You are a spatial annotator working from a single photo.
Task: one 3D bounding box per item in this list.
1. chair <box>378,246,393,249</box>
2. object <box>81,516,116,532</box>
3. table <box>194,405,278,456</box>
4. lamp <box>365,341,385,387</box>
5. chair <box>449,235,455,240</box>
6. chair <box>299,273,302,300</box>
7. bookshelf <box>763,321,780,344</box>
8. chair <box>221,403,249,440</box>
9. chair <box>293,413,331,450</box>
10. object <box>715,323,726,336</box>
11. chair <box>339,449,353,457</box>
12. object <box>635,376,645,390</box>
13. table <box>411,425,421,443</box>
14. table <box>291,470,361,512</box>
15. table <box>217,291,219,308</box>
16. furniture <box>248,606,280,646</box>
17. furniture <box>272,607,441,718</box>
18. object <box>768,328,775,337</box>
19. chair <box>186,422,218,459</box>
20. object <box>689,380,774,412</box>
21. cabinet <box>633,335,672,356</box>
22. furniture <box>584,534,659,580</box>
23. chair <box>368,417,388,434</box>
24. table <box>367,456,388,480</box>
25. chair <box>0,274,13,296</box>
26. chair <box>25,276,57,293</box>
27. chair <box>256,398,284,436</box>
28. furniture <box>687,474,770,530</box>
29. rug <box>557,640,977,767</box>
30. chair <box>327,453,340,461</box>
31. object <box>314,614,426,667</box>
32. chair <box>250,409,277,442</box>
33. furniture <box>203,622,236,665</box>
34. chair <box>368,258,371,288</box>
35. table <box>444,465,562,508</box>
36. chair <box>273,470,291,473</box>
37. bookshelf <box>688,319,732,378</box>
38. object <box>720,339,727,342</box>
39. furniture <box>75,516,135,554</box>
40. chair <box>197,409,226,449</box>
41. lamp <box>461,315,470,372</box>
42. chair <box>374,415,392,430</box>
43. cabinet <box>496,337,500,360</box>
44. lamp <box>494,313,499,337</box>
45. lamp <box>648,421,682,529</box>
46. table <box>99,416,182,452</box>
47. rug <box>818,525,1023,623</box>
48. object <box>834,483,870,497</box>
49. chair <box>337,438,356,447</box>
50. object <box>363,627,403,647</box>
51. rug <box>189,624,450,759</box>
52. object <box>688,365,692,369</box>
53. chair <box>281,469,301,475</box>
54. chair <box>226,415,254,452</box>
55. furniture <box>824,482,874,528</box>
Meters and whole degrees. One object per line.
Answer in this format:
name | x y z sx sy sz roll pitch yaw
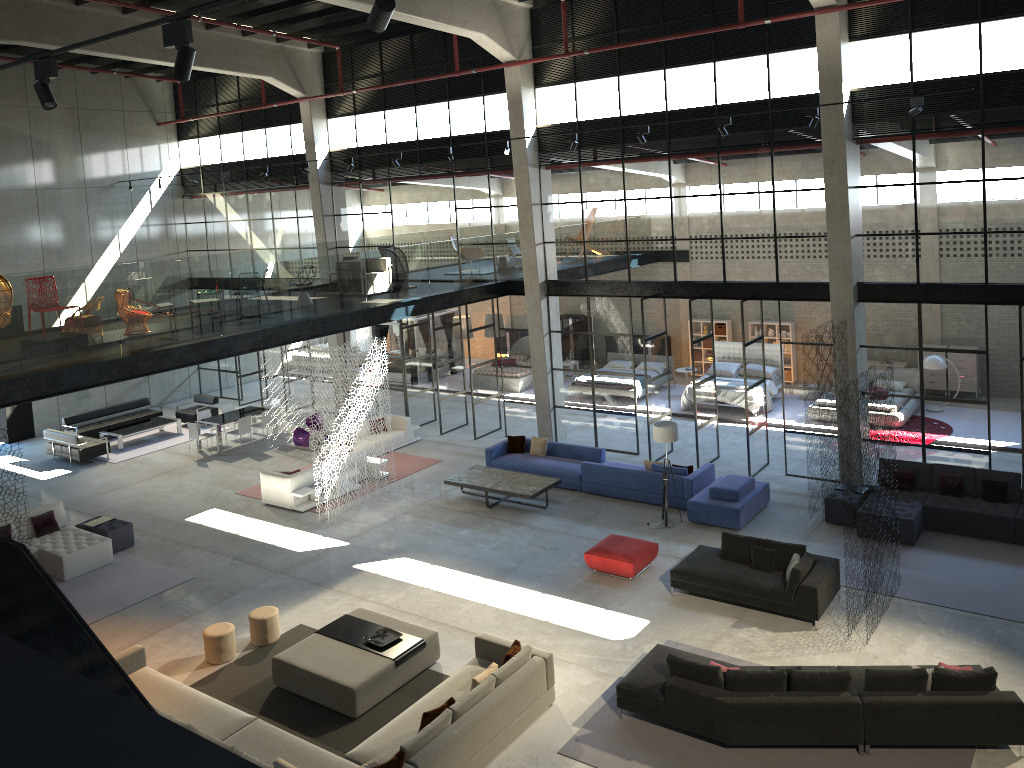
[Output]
chair | -2.802 -2.771 20.804 0.686 0.975 0.841 -3 8 6
object | -7.469 2.529 15.870 0.300 0.098 0.527 3 14 30
table | -6.962 1.149 22.236 0.902 0.748 1.832 3 13 35
lamp | -3.097 -0.533 19.564 0.440 1.088 0.444 1 7 45
chair | -1.169 -3.628 24.185 0.982 1.016 0.799 -8 8 -25
chair | -4.432 -2.077 18.515 0.564 0.792 0.615 -3 7 3
bookshelf | 7.474 -0.903 25.146 1.241 1.738 0.334 1 6 36
chair | -7.225 0.977 22.850 0.545 0.861 0.426 1 7 36
chair | -4.952 1.148 21.670 0.656 0.739 0.809 2 10 36
object | 6.227 -1.614 25.950 0.324 0.294 0.329 3 11 36
chair | -3.574 1.574 18.563 0.268 0.318 0.402 2 11 38
object | 2.782 -0.077 24.299 2.115 0.244 0.730 5 14 36
table | -2.692 1.204 21.629 0.902 0.365 0.305 4 11 36
table | -3.702 2.141 17.600 0.301 0.364 1.596 2 13 36
table | -6.012 -1.620 17.535 0.392 0.510 0.420 -2 7 11
furniture | -3.391 3.313 12.025 0.400 0.395 0.408 0 9 26
furniture | -1.933 3.443 10.997 1.451 0.394 1.563 5 14 35
object | 7.413 -1.475 25.059 0.166 0.248 0.168 -5 7 -9
chair | -7.561 1.312 21.406 0.420 0.860 0.553 0 8 36
object | 5.468 0.263 22.330 2.286 0.650 0.662 6 12 39
cabinet | 3.989 -0.936 27.707 2.085 1.145 0.456 4 9 36
furniture | 1.703 2.662 13.575 0.856 0.371 0.869 4 13 35
chair | -3.212 1.008 21.067 0.413 0.331 0.259 -7 8 -21
table | -3.213 1.796 19.048 1.204 0.365 0.305 5 11 36
chair | -8.239 -1.688 13.735 0.637 1.757 0.606 -3 5 11
chair | -7.587 -1.272 14.466 0.661 0.970 0.655 1 8 36
chair | -6.370 0.878 23.057 0.420 0.860 0.553 0 8 36
furniture | 3.844 1.979 15.530 0.951 0.547 1.563 4 13 35
rug | 2.716 3.732 9.223 3.635 0.020 2.692 5 15 35
chair | -3.779 1.635 18.341 0.269 0.314 0.400 0 10 23
object | -1.821 3.235 11.156 1.476 0.086 0.544 5 15 36
chair | -6.297 1.063 22.179 0.545 0.861 0.426 1 7 36
furniture | -3.871 3.431 11.624 0.405 0.395 0.402 -10 11 -39
chair | -3.194 -2.277 18.998 0.805 0.822 0.998 2 11 36
table | -0.181 2.042 16.947 2.068 0.394 1.044 5 14 36
chair | -4.590 1.842 17.703 0.390 0.268 0.324 -2 9 11
bookshelf | 5.944 -1.041 26.242 1.241 1.738 0.334 1 6 36
object | 6.276 -1.274 25.985 0.260 0.132 0.059 4 9 36
furniture | -7.336 2.718 15.810 0.960 0.450 0.518 3 11 31
chair | -7.633 1.126 22.285 0.545 0.861 0.426 1 7 36
lamp | -1.519 -1.243 28.565 0.804 1.902 0.689 -5 5 -12
chair | -3.113 0.962 21.245 0.382 0.333 0.256 -7 8 -20
cabinet | 0.011 -1.288 30.505 1.042 1.147 0.456 2 8 36
lamp | -0.479 -1.311 28.570 0.804 1.902 0.689 -5 5 -12
lamp | 2.640 1.578 15.136 0.429 1.724 0.677 -1 6 33
table | -9.796 1.297 23.198 0.902 0.402 1.832 4 14 35
rug | 6.464 2.698 12.890 3.635 0.020 2.692 5 15 35
object | 5.863 1.841 15.121 0.520 0.098 0.305 7 15 40
chair | -3.796 1.323 20.126 0.415 0.106 0.413 -5 12 -8
object | -1.617 3.183 11.009 0.387 0.035 0.392 6 16 39
rug | -2.290 3.820 10.293 3.635 0.020 2.692 5 15 35
object | 4.905 -0.455 23.994 0.168 0.089 0.171 -4 10 -2
chair | -4.384 1.858 17.525 0.403 0.332 0.286 -5 8 -9
chair | -6.705 1.212 21.614 0.545 0.861 0.426 1 7 36
furniture | 5.783 2.050 15.028 0.510 0.449 0.974 4 13 40
